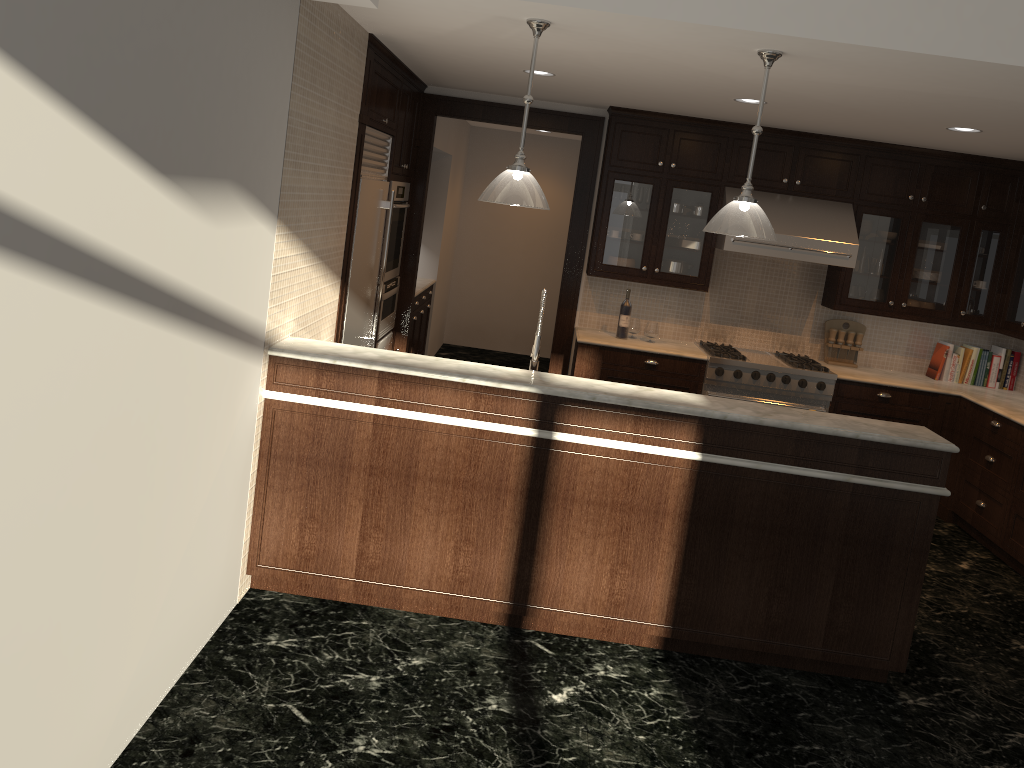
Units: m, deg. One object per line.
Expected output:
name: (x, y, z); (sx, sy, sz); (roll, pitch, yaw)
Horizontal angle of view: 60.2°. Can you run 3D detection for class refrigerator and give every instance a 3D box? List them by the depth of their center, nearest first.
refrigerator: (-1.222, -0.540, 5.498); (0.687, 2.098, 0.900); (8, 8, 1)

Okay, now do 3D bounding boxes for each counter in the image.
counter: (0.409, 0.034, 3.777); (2.854, 0.031, 0.332); (8, 12, 1)
counter: (0.392, 0.137, 4.158); (2.868, 0.031, 1.069); (8, 12, 1)
counter: (2.112, 0.034, 5.754); (3.368, 0.031, 2.347); (8, 12, 1)
counter: (-1.158, -0.900, 8.035); (0.709, 0.031, 1.882); (8, 12, 1)

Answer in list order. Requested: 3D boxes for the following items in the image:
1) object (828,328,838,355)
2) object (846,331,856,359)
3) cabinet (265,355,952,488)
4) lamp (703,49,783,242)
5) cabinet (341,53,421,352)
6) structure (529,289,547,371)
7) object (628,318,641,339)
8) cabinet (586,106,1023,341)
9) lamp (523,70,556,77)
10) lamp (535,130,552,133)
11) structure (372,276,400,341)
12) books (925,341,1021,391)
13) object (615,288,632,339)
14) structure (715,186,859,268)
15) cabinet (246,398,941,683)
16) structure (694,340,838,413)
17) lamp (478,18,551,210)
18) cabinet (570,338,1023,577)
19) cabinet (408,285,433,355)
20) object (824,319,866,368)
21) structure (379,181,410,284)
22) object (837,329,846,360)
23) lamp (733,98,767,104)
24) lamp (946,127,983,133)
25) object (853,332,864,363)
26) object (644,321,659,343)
object: (2.447, -0.314, 6.767); (0.061, 0.226, 0.062); (6, 7, -17)
object: (2.584, -0.296, 6.764); (0.061, 0.223, 0.062); (4, 8, -29)
cabinet: (0.386, 0.122, 3.788); (2.836, 0.151, 0.296); (8, 11, 1)
lamp: (1.036, -1.019, 3.767); (0.319, 0.775, 0.320); (10, 8, 15)
cabinet: (-1.167, -0.863, 5.879); (0.757, 2.394, 1.866); (8, 9, 1)
structure: (0.117, -0.188, 4.171); (0.051, 0.524, 0.246); (8, 8, 0)
object: (0.922, -0.423, 6.701); (0.112, 0.149, 0.114); (7, 9, -7)
cabinet: (2.260, -1.011, 5.634); (3.367, 1.241, 2.339); (8, 11, 1)
lamp: (0.171, -1.918, 5.259); (0.198, 0.135, 0.200); (9, 10, 6)
lamp: (0.352, -2.822, 9.628); (0.197, 0.135, 0.201); (3, 11, -24)
structure: (-1.206, -0.597, 6.389); (0.665, 0.384, 0.773); (8, 11, 1)
books: (3.517, -0.156, 6.745); (0.603, 0.308, 0.196); (8, 8, 1)
object: (0.845, -0.525, 6.589); (0.095, 0.373, 0.095); (10, 7, 16)
structure: (1.997, -1.169, 6.475); (0.931, 0.472, 0.648); (8, 10, 1)
cabinet: (0.336, 0.566, 4.214); (2.847, 0.903, 1.039); (8, 10, 1)
structure: (1.807, 0.187, 6.610); (0.906, 0.828, 0.728); (8, 9, 1)
lamp: (0.061, -1.158, 3.792); (0.319, 0.775, 0.320); (10, 8, 15)
cabinet: (2.050, 0.479, 5.808); (3.368, 0.870, 2.347); (8, 11, 1)
cabinet: (-0.886, -0.473, 8.072); (0.057, 0.737, 1.816); (8, 11, 1)
object: (2.551, -0.316, 6.773); (0.316, 0.345, 0.112); (8, 7, 1)
structure: (-1.086, -1.131, 6.323); (0.614, 0.693, 0.768); (8, 10, 1)
object: (2.512, -0.301, 6.766); (0.061, 0.235, 0.062); (4, 8, -29)
lamp: (1.422, -1.739, 5.227); (0.197, 0.135, 0.201); (1, 12, -33)
lamp: (2.673, -1.561, 5.195); (0.200, 0.135, 0.198); (15, 13, 35)
object: (2.649, -0.281, 6.763); (0.061, 0.235, 0.062); (3, 9, -35)
object: (1.044, -0.388, 6.611); (0.112, 0.149, 0.114); (7, 9, -7)
